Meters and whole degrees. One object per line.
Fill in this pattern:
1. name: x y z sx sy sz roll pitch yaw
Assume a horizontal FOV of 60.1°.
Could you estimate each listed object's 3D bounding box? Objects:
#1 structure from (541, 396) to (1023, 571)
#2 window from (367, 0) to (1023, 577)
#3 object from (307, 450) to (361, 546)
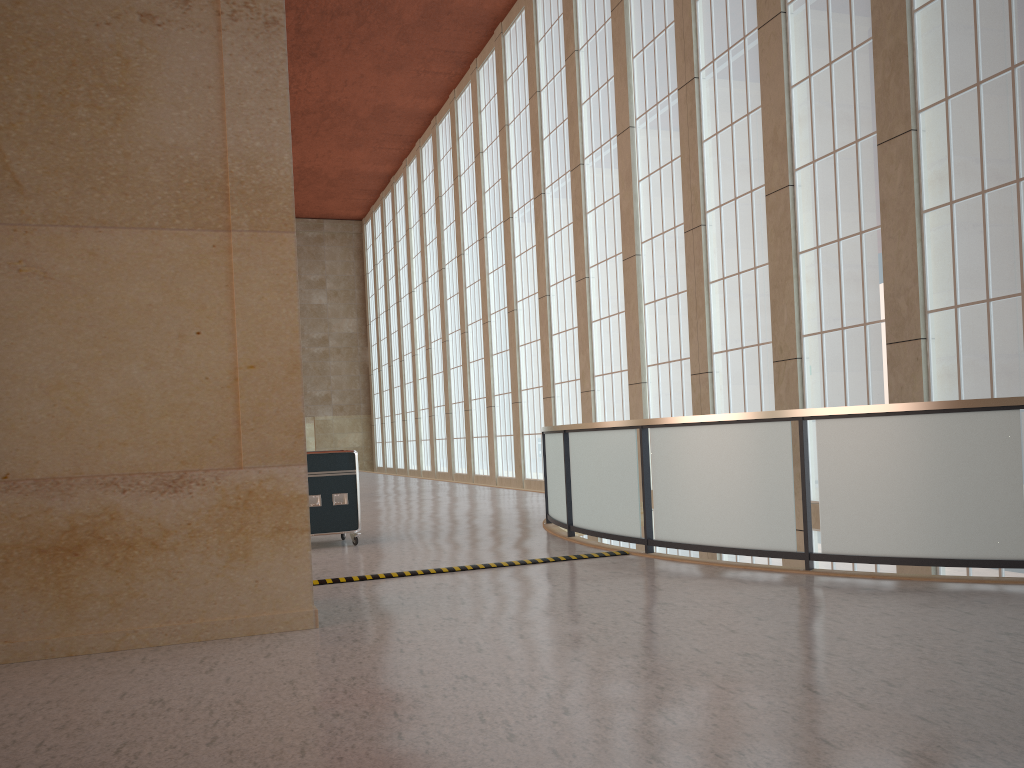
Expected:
1. structure: 3.705 1.362 13.163 5.239 1.794 13.108 -1 -4 -30
2. window: -14.631 3.811 76.169 0.010 28.633 165.243 -3 -3 -20
3. object: -3.111 1.868 14.511 1.054 1.542 1.275 -2 -1 -20
